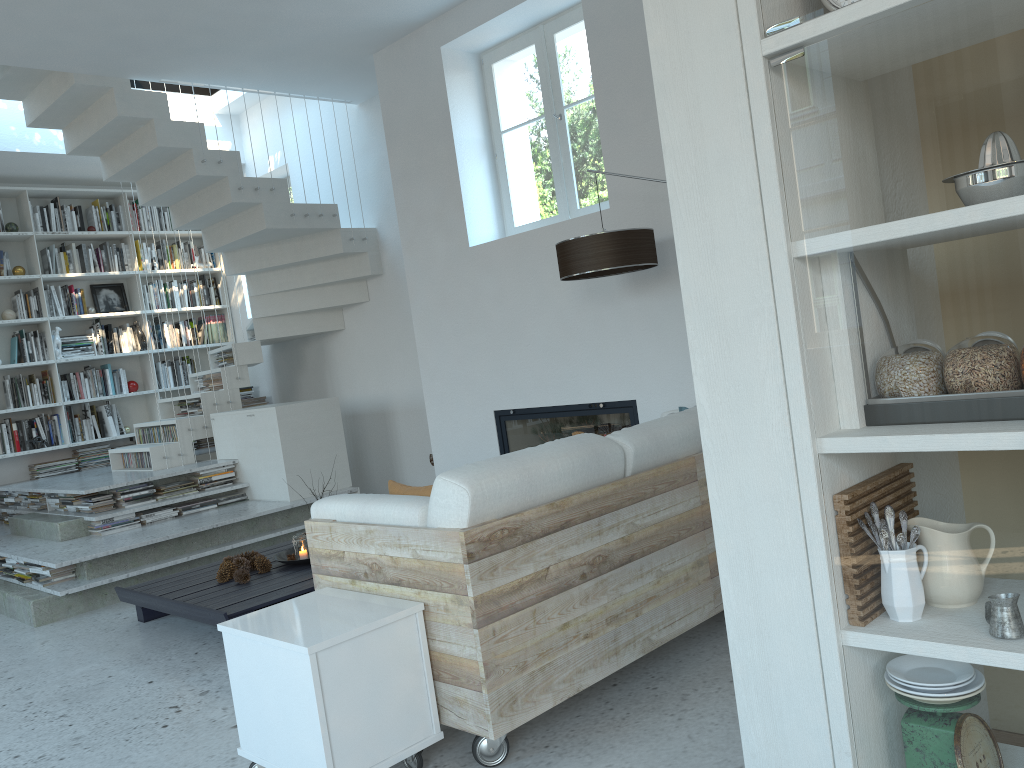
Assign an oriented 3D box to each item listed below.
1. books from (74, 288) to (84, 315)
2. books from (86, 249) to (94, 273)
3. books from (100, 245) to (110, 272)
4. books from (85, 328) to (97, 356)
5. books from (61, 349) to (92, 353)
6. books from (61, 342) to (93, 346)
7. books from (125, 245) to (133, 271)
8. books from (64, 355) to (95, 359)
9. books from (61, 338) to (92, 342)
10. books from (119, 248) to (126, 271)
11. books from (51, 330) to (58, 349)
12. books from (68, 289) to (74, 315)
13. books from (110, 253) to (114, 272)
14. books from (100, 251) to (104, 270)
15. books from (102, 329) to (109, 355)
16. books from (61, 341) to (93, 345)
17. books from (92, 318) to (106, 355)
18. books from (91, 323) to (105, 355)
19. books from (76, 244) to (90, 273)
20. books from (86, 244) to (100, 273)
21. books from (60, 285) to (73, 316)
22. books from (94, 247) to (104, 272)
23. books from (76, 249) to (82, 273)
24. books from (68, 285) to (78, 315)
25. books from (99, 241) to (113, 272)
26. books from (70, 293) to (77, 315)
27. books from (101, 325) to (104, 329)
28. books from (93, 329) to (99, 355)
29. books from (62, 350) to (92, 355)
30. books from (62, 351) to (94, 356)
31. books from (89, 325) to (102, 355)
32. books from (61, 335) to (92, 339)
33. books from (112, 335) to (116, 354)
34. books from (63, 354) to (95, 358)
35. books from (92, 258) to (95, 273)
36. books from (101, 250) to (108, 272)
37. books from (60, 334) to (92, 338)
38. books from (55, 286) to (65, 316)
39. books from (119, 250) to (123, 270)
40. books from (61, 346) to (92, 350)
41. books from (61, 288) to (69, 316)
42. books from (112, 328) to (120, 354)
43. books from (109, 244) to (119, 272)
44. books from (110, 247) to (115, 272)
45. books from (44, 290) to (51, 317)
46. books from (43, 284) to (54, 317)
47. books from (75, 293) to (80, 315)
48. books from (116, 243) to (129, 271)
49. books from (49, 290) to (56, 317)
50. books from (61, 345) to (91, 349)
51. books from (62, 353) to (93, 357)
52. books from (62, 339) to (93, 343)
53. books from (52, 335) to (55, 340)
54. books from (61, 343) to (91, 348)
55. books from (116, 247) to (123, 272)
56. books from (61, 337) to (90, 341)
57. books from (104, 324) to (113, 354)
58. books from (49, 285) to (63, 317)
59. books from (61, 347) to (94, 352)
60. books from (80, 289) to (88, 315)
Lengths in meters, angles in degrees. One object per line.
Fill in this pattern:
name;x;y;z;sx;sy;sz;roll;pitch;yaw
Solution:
books;-3.905;-0.724;7.973;0.021;0.253;0.167;-11;4;-44
books;-3.844;-1.095;8.037;0.030;0.230;0.187;-11;4;-44
books;-3.756;-1.129;8.154;0.023;0.264;0.156;-11;4;-44
books;-3.812;-0.368;8.034;0.012;0.254;0.161;-11;4;-44
books;-3.916;-0.288;7.932;0.254;0.012;0.161;-10;3;-42
books;-3.921;-0.349;7.930;0.159;0.012;0.284;-6;3;43
books;-3.614;-1.155;8.294;0.031;0.265;0.169;-11;4;-44
books;-3.903;-0.228;7.930;0.159;0.012;0.284;-6;3;41
books;-3.928;-0.384;7.930;0.285;0.012;0.159;-10;3;-42
books;-3.652;-1.133;8.262;0.022;0.234;0.158;-11;4;-44
books;-4.046;-0.333;7.819;0.028;0.267;0.138;-11;4;-44
books;-3.970;-0.720;7.925;0.020;0.267;0.152;-11;4;-44
books;-3.734;-1.126;8.190;0.014;0.249;0.163;-11;4;-44
books;-3.788;-1.099;8.122;0.013;0.216;0.177;-11;4;-44
books;-3.744;-0.371;8.088;0.030;0.236;0.179;-11;4;-44
books;-3.924;-0.360;7.931;0.285;0.012;0.159;-10;3;-42
books;-3.760;-0.419;8.066;0.010;0.339;0.180;-11;4;-44
books;-3.765;-0.399;8.060;0.011;0.300;0.184;-11;4;-44
books;-3.873;-1.106;7.971;0.032;0.265;0.245;-11;4;-44
books;-3.828;-1.126;8.094;0.048;0.283;0.162;-11;4;-44
books;-3.974;-0.729;7.904;0.012;0.287;0.176;-11;4;-44
books;-3.787;-1.110;8.100;0.014;0.240;0.189;-11;4;-44
books;-3.928;-1.085;7.989;0.025;0.238;0.143;-11;4;-44
books;-3.940;-0.734;7.935;0.014;0.285;0.175;-11;4;-44
books;-3.733;-1.148;8.159;0.022;0.295;0.181;-11;4;-44
books;-3.936;-0.694;7.919;0.013;0.207;0.190;-11;4;-44
books;-3.744;-0.394;8.114;0.013;0.280;0.131;-11;4;-44
books;-3.811;-0.365;8.059;0.023;0.247;0.138;-11;4;-44
books;-3.912;-0.276;7.930;0.254;0.012;0.161;-10;3;-40
books;-3.908;-0.264;7.928;0.285;0.012;0.159;-10;3;-39
books;-3.790;-0.388;8.071;0.012;0.285;0.159;-11;4;-44
books;-3.931;-0.408;7.929;0.159;0.012;0.284;-6;3;44
books;-3.704;-0.401;8.174;0.010;0.278;0.129;-11;4;-44
books;-3.906;-0.240;7.931;0.285;0.012;0.159;-10;3;-40
books;-3.854;-1.078;8.091;0.026;0.196;0.130;-11;4;-44
books;-3.765;-1.103;8.130;0.031;0.217;0.165;-11;4;-44
books;-3.933;-0.420;7.928;0.285;0.012;0.159;-10;3;-42
books;-4.022;-0.720;7.875;0.012;0.285;0.159;-11;4;-44
books;-3.671;-1.136;8.255;0.014;0.246;0.142;-11;4;-44
books;-3.915;-0.312;7.927;0.161;0.012;0.254;-6;3;41
books;-4.008;-0.715;7.902;0.043;0.269;0.131;-11;4;-44
books;-3.672;-0.387;8.174;0.031;0.242;0.147;-11;4;-44
books;-3.694;-1.144;8.198;0.036;0.272;0.177;-11;4;-44
books;-3.716;-1.128;8.189;0.011;0.249;0.152;-11;4;-44
books;-4.108;-0.689;7.803;0.030;0.254;0.128;-11;4;-44
books;-4.087;-0.716;7.808;0.015;0.301;0.140;-11;4;-44
books;-3.921;-0.701;7.956;0.033;0.213;0.153;-11;4;-44
books;-3.636;-1.161;8.275;0.026;0.284;0.147;-11;4;-44
books;-4.068;-0.692;7.812;0.011;0.248;0.156;-11;4;-44
books;-3.924;-0.324;7.934;0.254;0.012;0.161;-10;3;-44
books;-3.908;-0.252;7.931;0.161;0.012;0.254;-6;3;42
books;-3.921;-0.373;7.925;0.159;0.012;0.284;-6;3;41
books;-4.041;-0.309;7.779;0.027;0.221;0.184;-11;4;-44
books;-3.916;-0.337;7.928;0.254;0.012;0.161;-10;3;-39
books;-3.674;-1.132;8.228;0.030;0.241;0.162;-11;4;-44
books;-3.929;-0.396;7.929;0.254;0.012;0.161;-10;3;-42
books;-3.709;-0.400;8.130;0.059;0.282;0.167;-11;4;-44
books;-4.047;-0.717;7.841;0.065;0.289;0.146;-11;4;-44
books;-3.917;-0.300;7.933;0.159;0.012;0.284;-6;3;44
books;-3.880;-0.723;7.983;0.026;0.244;0.178;-11;4;-44
